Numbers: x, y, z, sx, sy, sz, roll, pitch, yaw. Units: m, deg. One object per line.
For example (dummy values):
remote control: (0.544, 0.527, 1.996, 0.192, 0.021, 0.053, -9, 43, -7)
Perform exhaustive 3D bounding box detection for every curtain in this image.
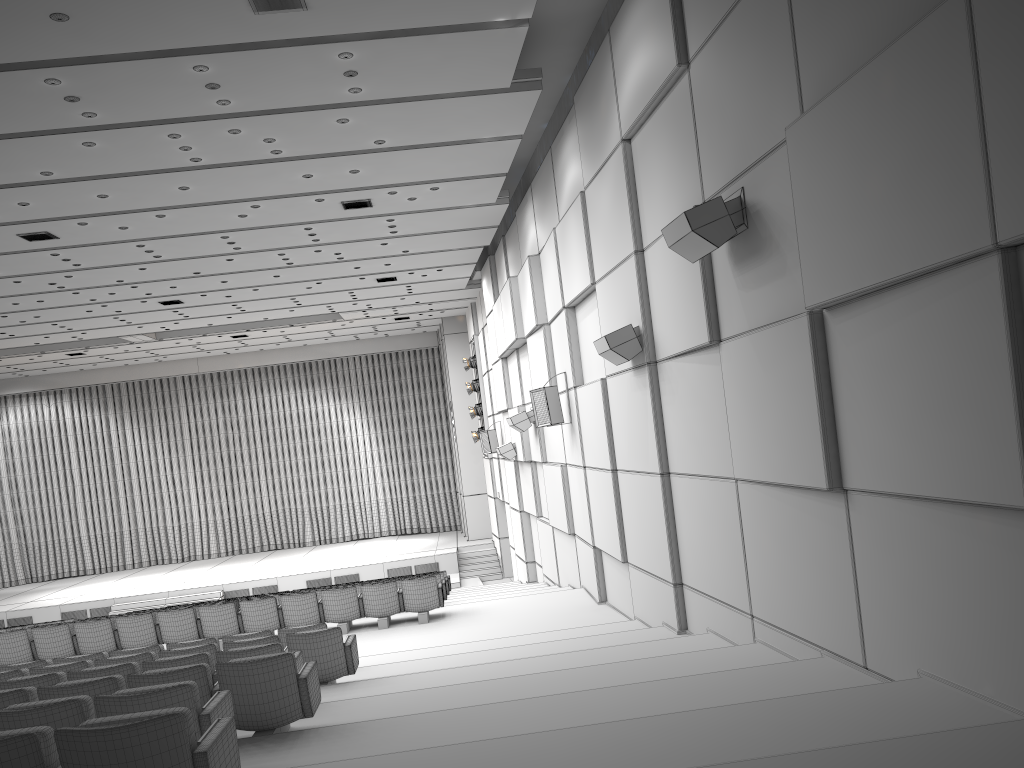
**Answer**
curtain: (-9.698, 2.543, 29.444, 16.121, 6.521, 1.430, -7, 1, -4)

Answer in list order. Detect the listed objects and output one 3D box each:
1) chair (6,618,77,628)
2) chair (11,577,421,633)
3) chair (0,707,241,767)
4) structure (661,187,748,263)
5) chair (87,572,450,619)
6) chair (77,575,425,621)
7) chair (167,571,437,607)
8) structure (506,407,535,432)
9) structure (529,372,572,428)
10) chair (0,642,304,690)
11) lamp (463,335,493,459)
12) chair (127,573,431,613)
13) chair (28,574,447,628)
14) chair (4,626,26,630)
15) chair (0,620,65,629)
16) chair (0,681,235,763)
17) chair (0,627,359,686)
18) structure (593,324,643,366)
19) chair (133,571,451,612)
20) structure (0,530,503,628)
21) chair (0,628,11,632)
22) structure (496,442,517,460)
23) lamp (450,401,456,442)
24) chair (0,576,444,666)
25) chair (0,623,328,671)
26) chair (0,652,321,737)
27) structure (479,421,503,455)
chair: (-12.496, 5.785, 19.366, 6.046, 0.622, 0.613, -7, -1, -4)
chair: (-4.280, 3.554, 13.302, 6.046, 0.622, 0.613, -7, -1, -4)
chair: (-8.015, 2.374, 3.195, 13.742, 0.622, 0.613, -7, -1, -4)
structure: (1.384, -1.130, 6.371, 0.470, 0.418, 0.521, -7, -2, -8)
chair: (-4.473, 4.216, 16.600, 6.596, 0.622, 0.613, -7, -1, -4)
chair: (-4.397, 3.994, 15.501, 6.046, 0.622, 0.613, -7, -1, -4)
chair: (-4.597, 4.870, 19.908, 6.046, 0.622, 0.613, -7, -1, -4)
structure: (0.169, 0.639, 15.604, 0.470, 0.417, 0.521, -7, -2, -8)
structure: (0.550, 0.228, 12.536, 0.411, 0.744, 0.409, -7, 0, 43)
chair: (-8.217, 3.037, 6.492, 13.192, 0.622, 0.613, -7, -1, -4)
lamp: (-0.846, 0.375, 24.054, 0.754, 3.341, 1.022, -7, 1, -8)
chair: (-4.514, 4.434, 17.701, 6.046, 0.622, 0.613, -7, -1, -4)
chair: (-4.356, 3.776, 14.400, 6.596, 0.622, 0.613, -7, -1, -4)
chair: (-12.414, 5.349, 17.158, 6.046, 0.622, 0.613, -7, -1, -4)
chair: (-12.489, 5.571, 18.257, 6.596, 0.622, 0.613, -7, -1, -4)
chair: (-8.100, 2.597, 4.293, 13.192, 0.622, 0.613, -7, -1, -4)
chair: (-8.249, 3.254, 7.593, 13.742, 0.622, 0.613, -7, -1, -4)
structure: (1.106, -0.415, 8.886, 0.470, 0.417, 0.521, -7, -2, -7)
chair: (-4.590, 4.656, 18.799, 6.596, 0.622, 0.613, -7, -1, -4)
structure: (-8.996, 5.996, 26.368, 17.809, 0.845, 8.330, -7, -3, -4)
chair: (-12.372, 5.131, 16.057, 6.596, 0.622, 0.613, -7, -1, -4)
structure: (-0.073, 1.350, 18.128, 0.470, 0.417, 0.521, -7, -2, -7)
lamp: (-1.598, 1.131, 26.572, 0.436, 1.478, 0.385, -7, 1, -8)
chair: (-4.238, 3.336, 12.201, 6.597, 0.622, 0.613, -7, -1, -4)
chair: (-8.334, 3.477, 8.691, 13.192, 0.622, 0.613, -7, -1, -4)
chair: (-8.132, 2.814, 5.394, 13.742, 0.622, 0.613, -7, -1, -4)
structure: (-0.477, 1.272, 20.872, 0.411, 0.744, 0.409, -7, 0, 43)
